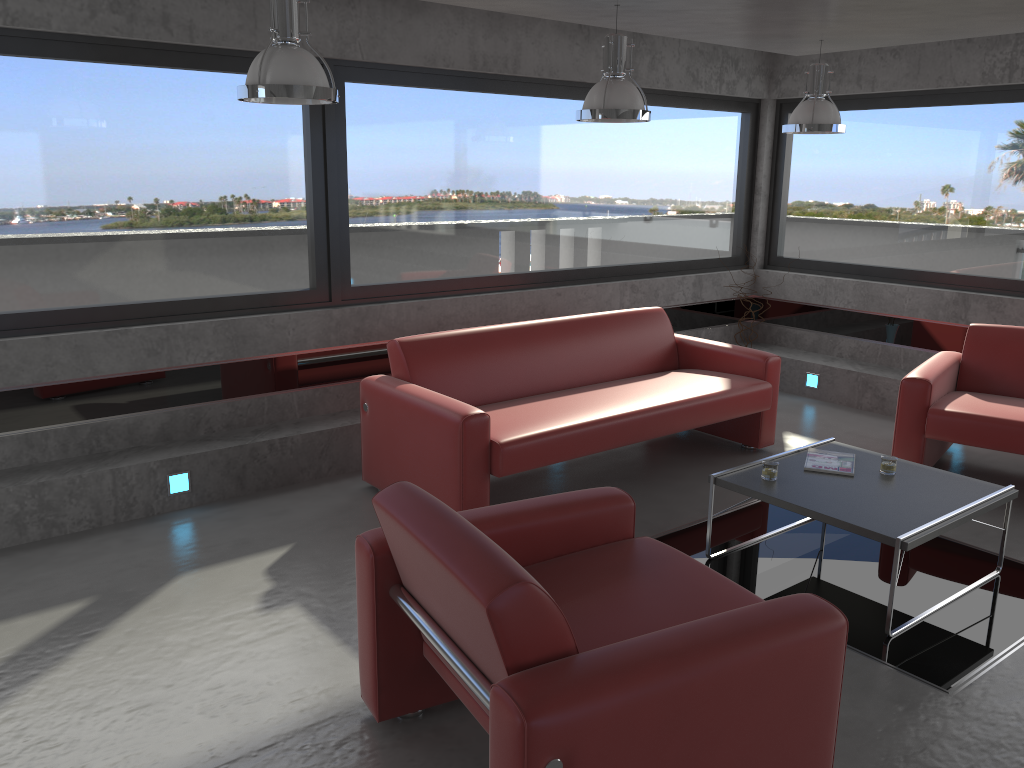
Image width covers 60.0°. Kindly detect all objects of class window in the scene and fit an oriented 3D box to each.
[{"bbox_3d":[-0.969,-1.274,5.665,7.800,1.364,0.003,-10,17,-37],"label":"window"},{"bbox_3d":[3.837,-1.369,6.300,0.003,1.364,4.583,-10,17,-37],"label":"window"}]

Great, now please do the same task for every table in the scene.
[{"bbox_3d":[1.630,0.661,4.201,1.018,0.436,0.994,-10,17,-37],"label":"table"}]

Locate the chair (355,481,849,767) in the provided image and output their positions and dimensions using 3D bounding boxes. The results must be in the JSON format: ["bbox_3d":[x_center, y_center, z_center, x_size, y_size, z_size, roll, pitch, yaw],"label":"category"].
[{"bbox_3d":[0.236,0.741,2.744,1.130,0.854,1.196,-7,15,-28],"label":"chair"}]

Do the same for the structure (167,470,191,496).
[{"bbox_3d":[-1.808,0.539,4.817,0.123,0.123,0.004,-10,17,-37],"label":"structure"}]

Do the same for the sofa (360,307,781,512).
[{"bbox_3d":[0.476,0.082,5.486,2.626,0.854,1.120,-10,17,-37],"label":"sofa"}]

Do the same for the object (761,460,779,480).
[{"bbox_3d":[1.219,0.407,4.191,0.079,0.077,0.079,10,16,33],"label":"object"}]

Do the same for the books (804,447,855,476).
[{"bbox_3d":[1.588,0.384,4.423,0.228,0.022,0.326,6,15,21],"label":"books"}]

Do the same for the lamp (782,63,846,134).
[{"bbox_3d":[1.939,-1.818,5.649,0.388,0.422,0.389,12,18,39],"label":"lamp"}]

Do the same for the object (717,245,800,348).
[{"bbox_3d":[1.859,-0.456,7.017,0.466,1.289,0.531,-6,15,-25],"label":"object"}]

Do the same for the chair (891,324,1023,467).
[{"bbox_3d":[3.058,0.145,5.354,1.196,0.854,1.130,11,17,35],"label":"chair"}]

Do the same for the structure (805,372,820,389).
[{"bbox_3d":[2.499,-0.027,7.381,0.004,0.123,0.123,-10,17,-37],"label":"structure"}]

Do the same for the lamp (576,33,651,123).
[{"bbox_3d":[0.527,-1.572,4.559,0.388,0.422,0.389,-10,17,-37],"label":"lamp"}]

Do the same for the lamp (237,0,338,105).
[{"bbox_3d":[-0.884,-1.327,3.470,0.388,0.422,0.389,-10,17,-37],"label":"lamp"}]

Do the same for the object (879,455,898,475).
[{"bbox_3d":[1.819,0.392,4.285,0.079,0.077,0.079,-7,16,-29],"label":"object"}]
